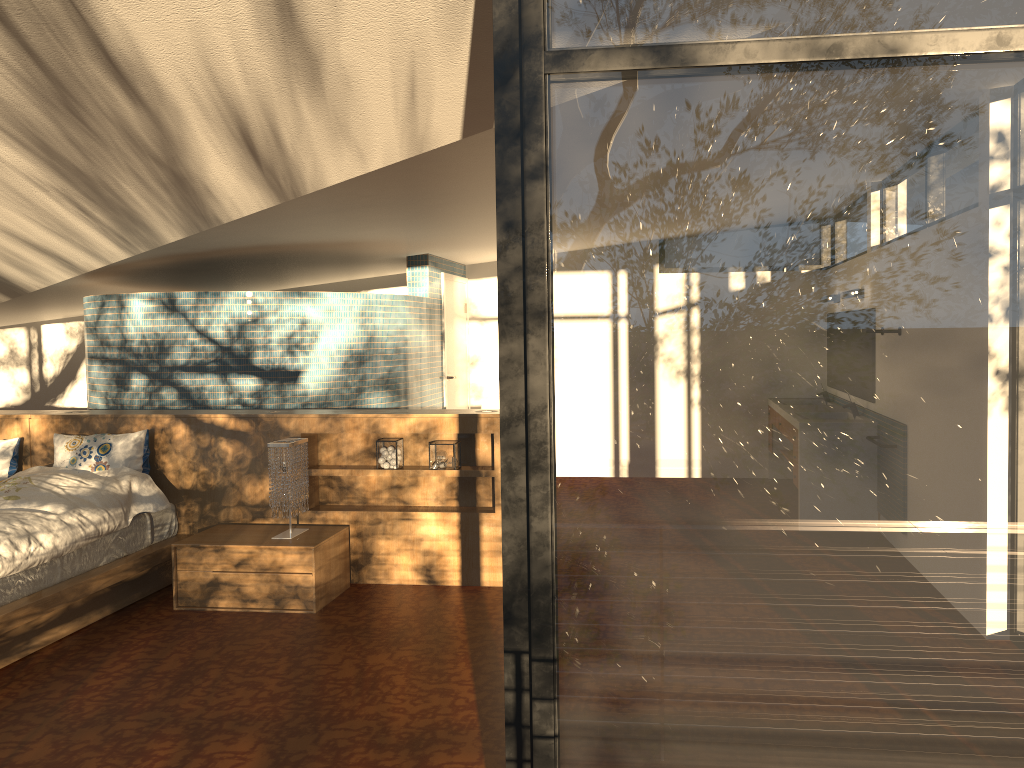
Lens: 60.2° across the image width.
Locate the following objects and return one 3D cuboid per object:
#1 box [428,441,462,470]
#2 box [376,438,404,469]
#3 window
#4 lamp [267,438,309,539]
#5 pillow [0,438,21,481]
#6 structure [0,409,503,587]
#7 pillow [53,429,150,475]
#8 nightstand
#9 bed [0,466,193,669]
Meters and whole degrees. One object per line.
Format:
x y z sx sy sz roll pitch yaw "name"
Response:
-0.383 0.411 5.064 0.156 0.156 0.135 0 3 9 "box"
-0.706 0.405 5.112 0.123 0.170 0.117 0 3 9 "box"
-2.508 -0.129 5.686 10.234 2.512 6.902 0 3 7 "window"
-1.186 0.665 4.786 0.161 0.729 0.263 0 3 10 "lamp"
-3.206 0.522 5.210 0.596 0.404 0.271 0 3 9 "pillow"
-2.830 0.659 5.430 5.745 0.973 0.311 0 3 7 "structure"
-2.361 0.479 5.072 0.612 0.439 0.256 0 3 11 "pillow"
-1.343 0.991 4.797 0.768 0.347 0.482 0 3 8 "nightstand"
-2.933 0.863 4.201 1.812 0.712 2.175 0 3 9 "bed"
